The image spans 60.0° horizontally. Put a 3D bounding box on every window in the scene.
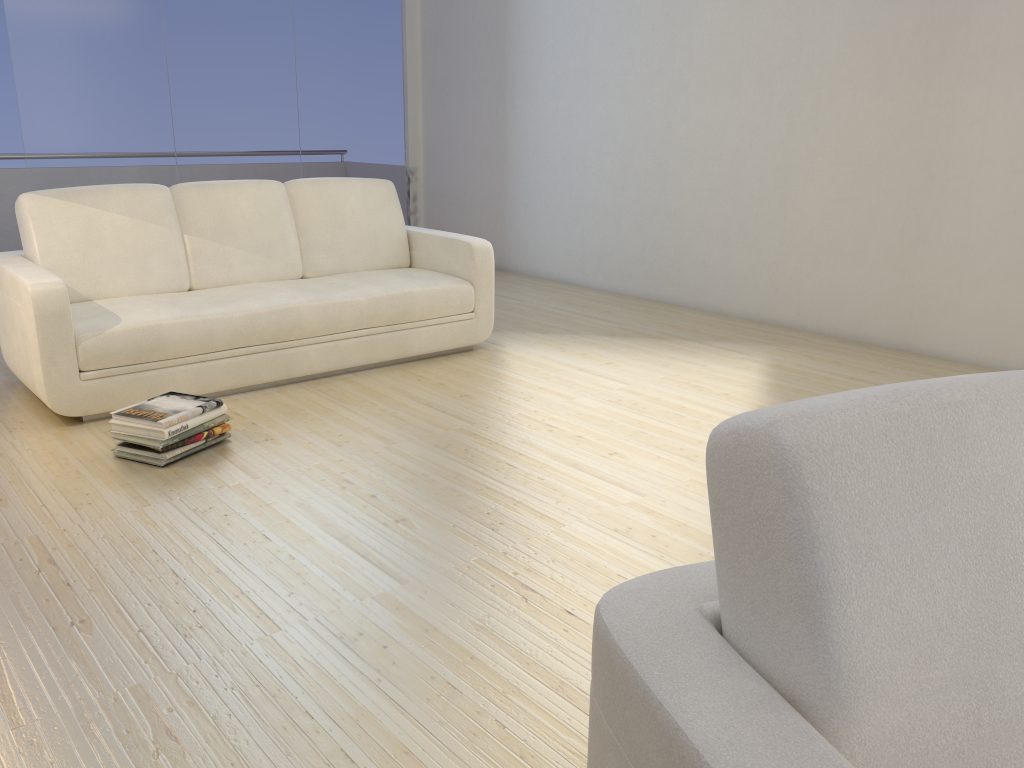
[{"bbox_3d":[-2.076,-2.236,6.665,2.988,2.706,0.012,-13,21,-38],"label":"window"}]

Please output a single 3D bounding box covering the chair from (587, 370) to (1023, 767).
[{"bbox_3d":[0.645,0.461,0.878,0.919,0.828,0.941,-5,17,-19],"label":"chair"}]

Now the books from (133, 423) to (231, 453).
[{"bbox_3d":[-1.211,0.173,3.200,0.247,0.025,0.287,12,20,33],"label":"books"}]

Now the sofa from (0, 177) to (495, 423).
[{"bbox_3d":[-1.207,-0.519,4.241,2.166,0.862,0.941,-13,21,-38],"label":"sofa"}]

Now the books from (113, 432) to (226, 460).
[{"bbox_3d":[-1.224,0.199,3.185,0.247,0.018,0.287,8,18,23],"label":"books"}]

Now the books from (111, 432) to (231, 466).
[{"bbox_3d":[-1.222,0.215,3.196,0.247,0.018,0.328,8,18,24],"label":"books"}]

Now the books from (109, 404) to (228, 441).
[{"bbox_3d":[-1.221,0.120,3.168,0.247,0.038,0.319,7,17,20],"label":"books"}]

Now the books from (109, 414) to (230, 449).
[{"bbox_3d":[-1.222,0.151,3.177,0.247,0.027,0.328,8,18,24],"label":"books"}]

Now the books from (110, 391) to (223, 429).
[{"bbox_3d":[-1.223,0.091,3.154,0.247,0.025,0.287,8,18,23],"label":"books"}]
